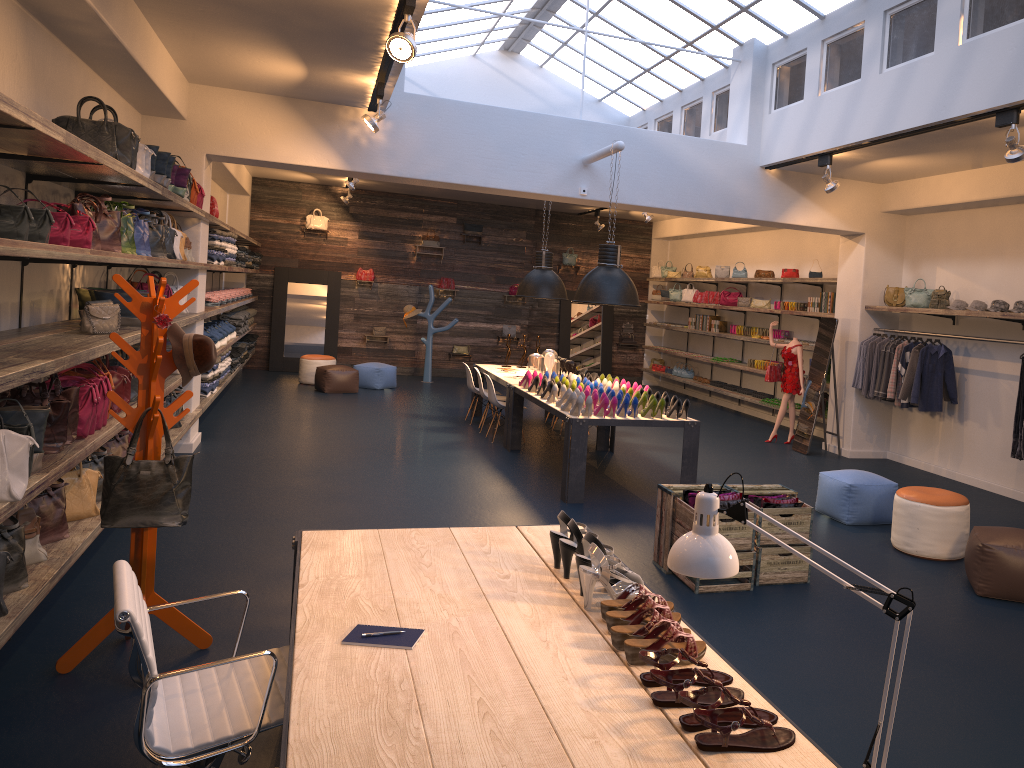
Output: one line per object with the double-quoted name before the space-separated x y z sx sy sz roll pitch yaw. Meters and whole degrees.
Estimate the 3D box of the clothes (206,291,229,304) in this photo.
"clothes" -3.805 -1.108 11.122 0.338 0.154 0.333 2 6 -22

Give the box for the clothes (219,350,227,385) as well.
"clothes" -3.620 -0.205 10.470 0.274 0.454 0.329 4 3 -3

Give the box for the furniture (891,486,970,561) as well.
"furniture" 3.285 1.079 6.816 0.605 0.479 0.557 3 4 -14

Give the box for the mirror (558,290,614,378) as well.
"mirror" 1.547 -0.972 18.154 1.218 1.914 0.253 3 2 -20

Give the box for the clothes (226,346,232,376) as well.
"clothes" -3.763 -0.284 11.113 0.274 0.454 0.329 4 3 -3

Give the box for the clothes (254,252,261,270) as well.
"clothes" -4.497 -2.109 14.814 0.390 0.298 0.301 2 4 -28

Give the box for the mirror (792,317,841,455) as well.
"mirror" 4.012 0.016 11.267 0.549 1.761 0.480 4 2 -17

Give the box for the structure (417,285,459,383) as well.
"structure" -1.476 -0.931 16.089 0.947 1.804 0.176 4 2 6

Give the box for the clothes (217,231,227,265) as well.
"clothes" -3.368 -1.544 9.782 0.262 0.410 0.310 4 3 -9

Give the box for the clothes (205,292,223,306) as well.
"clothes" -3.655 -1.026 10.450 0.338 0.154 0.333 2 6 -22

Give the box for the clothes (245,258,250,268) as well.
"clothes" -4.165 -1.870 13.002 0.426 0.250 0.340 4 4 -8

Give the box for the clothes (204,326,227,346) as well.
"clothes" -3.684 -0.572 10.371 0.428 0.240 0.427 4 5 -1

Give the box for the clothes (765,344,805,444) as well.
"clothes" 3.781 0.132 11.851 0.494 1.382 0.323 3 2 -30

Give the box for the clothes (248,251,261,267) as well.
"clothes" -4.419 -2.071 14.513 0.387 0.298 0.313 3 4 -14

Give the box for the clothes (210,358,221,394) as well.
"clothes" -3.457 -0.107 9.820 0.262 0.410 0.310 4 3 -9

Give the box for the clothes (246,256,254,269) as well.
"clothes" -4.333 -1.963 13.761 0.426 0.250 0.340 4 4 -8

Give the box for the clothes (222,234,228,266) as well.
"clothes" -3.463 -1.583 10.081 0.262 0.410 0.310 4 3 -9

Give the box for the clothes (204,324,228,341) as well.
"clothes" -3.767 -0.618 10.746 0.446 0.240 0.409 3 5 -17

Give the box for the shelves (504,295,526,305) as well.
"shelves" 0.069 -1.698 17.591 0.521 0.184 0.192 2 4 -19

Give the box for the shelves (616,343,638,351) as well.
"shelves" 2.464 -0.779 18.498 0.475 0.157 0.233 2 5 -19

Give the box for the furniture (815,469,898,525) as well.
"furniture" 3.094 0.990 7.789 0.684 0.422 0.616 3 5 -18

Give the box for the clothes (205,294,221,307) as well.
"clothes" -3.609 -0.982 10.130 0.351 0.158 0.321 5 5 4

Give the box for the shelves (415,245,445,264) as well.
"shelves" -1.607 -2.522 16.911 0.588 0.316 0.233 3 3 -19

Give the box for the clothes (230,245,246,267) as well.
"clothes" -3.783 -1.720 11.650 0.387 0.298 0.313 3 4 -14

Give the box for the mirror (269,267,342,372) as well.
"mirror" -3.837 -1.178 16.163 1.218 1.914 0.253 3 2 -20

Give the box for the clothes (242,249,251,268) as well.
"clothes" -3.998 -1.833 12.561 0.364 0.298 0.297 3 4 -11

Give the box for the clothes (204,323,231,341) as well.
"clothes" -3.852 -0.665 11.129 0.446 0.240 0.409 3 5 -17

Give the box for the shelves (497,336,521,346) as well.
"shelves" -0.066 -0.870 17.561 0.475 0.183 0.233 2 5 -19

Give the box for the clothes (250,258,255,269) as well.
"clothes" -4.414 -2.008 14.131 0.439 0.250 0.330 3 5 -19

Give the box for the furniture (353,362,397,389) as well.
"furniture" -2.318 -0.153 14.675 0.614 0.421 0.685 6 5 23

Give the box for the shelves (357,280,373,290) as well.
"shelves" -2.794 -1.882 16.506 0.320 0.157 0.234 3 5 -18

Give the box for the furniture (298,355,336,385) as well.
"furniture" -3.256 -0.241 14.539 0.605 0.479 0.557 3 4 -14

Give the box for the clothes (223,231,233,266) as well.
"clothes" -3.531 -1.642 10.433 0.274 0.454 0.329 4 3 -3

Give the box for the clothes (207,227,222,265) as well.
"clothes" -3.322 -1.505 9.448 0.262 0.410 0.310 4 3 -9

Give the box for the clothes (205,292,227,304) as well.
"clothes" -3.759 -1.065 10.802 0.351 0.158 0.321 5 5 4

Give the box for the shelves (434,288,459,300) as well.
"shelves" -1.288 -1.761 17.065 0.475 0.210 0.233 3 4 -19

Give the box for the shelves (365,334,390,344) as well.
"shelves" -2.586 -0.859 16.634 0.475 0.143 0.233 2 5 -19

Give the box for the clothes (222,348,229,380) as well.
"clothes" -3.688 -0.243 10.776 0.274 0.454 0.329 4 3 -3

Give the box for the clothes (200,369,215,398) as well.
"clothes" -3.411 -0.068 9.486 0.262 0.410 0.310 4 3 -9

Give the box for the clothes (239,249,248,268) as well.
"clothes" -3.929 -1.795 12.255 0.370 0.298 0.292 3 4 -17

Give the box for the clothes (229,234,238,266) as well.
"clothes" -3.674 -1.721 11.075 0.274 0.454 0.329 4 3 -3

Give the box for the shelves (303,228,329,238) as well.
"shelves" -3.648 -2.797 16.150 0.475 0.157 0.233 2 5 -19

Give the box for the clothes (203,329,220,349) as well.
"clothes" -3.592 -0.521 9.958 0.446 0.240 0.409 3 5 -17

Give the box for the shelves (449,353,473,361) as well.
"shelves" -1.016 -0.526 17.226 0.475 0.157 0.233 2 5 -19

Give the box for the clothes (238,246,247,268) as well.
"clothes" -3.861 -1.758 11.951 0.390 0.298 0.301 2 4 -28

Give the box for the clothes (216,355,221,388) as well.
"clothes" -3.551 -0.146 10.119 0.262 0.410 0.310 4 3 -9

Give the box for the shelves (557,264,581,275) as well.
"shelves" 1.180 -2.365 17.944 0.475 0.177 0.233 2 5 -19

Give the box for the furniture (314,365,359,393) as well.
"furniture" -2.776 -0.094 13.777 0.699 0.422 0.601 1 5 -32

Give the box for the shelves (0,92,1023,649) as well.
"shelves" 0.772 -0.346 9.368 9.065 2.219 16.097 3 6 -15

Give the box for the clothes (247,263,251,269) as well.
"clothes" -4.245 -1.915 13.372 0.439 0.250 0.330 3 5 -19

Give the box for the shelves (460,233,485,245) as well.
"shelves" -0.781 -2.866 17.199 0.475 0.178 0.233 2 5 -19

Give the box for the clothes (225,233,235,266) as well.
"clothes" -3.599 -1.679 10.738 0.274 0.454 0.329 4 3 -3

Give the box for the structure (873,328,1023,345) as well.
"structure" 5.525 -0.203 7.054 0.040 0.038 8.335 3 6 -13
